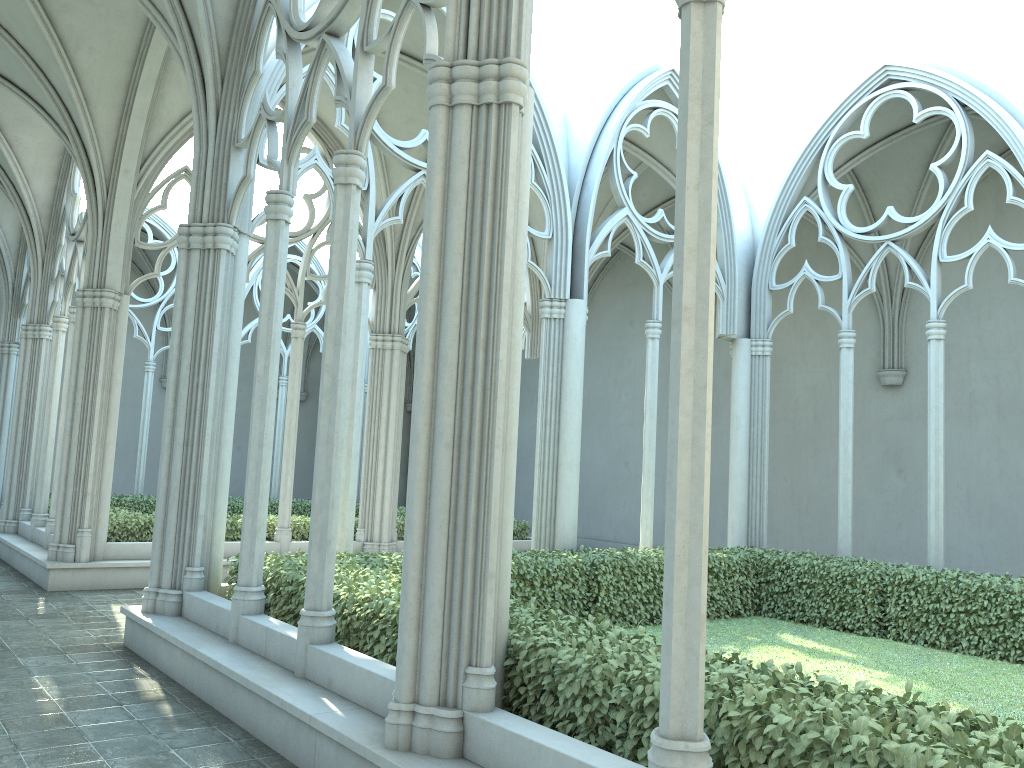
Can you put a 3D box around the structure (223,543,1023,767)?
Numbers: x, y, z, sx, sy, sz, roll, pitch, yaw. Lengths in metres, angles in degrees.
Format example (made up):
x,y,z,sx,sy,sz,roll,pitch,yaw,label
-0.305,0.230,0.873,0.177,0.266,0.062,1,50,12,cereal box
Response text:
x,y,z,sx,sy,sz,roll,pitch,yaw,label
2.768,2.213,7.653,7.995,0.963,8.018,7,-7,-37,structure

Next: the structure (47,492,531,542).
x,y,z,sx,sy,sz,roll,pitch,yaw,label
-5.143,2.899,18.028,7.995,0.963,8.018,7,-7,-37,structure
